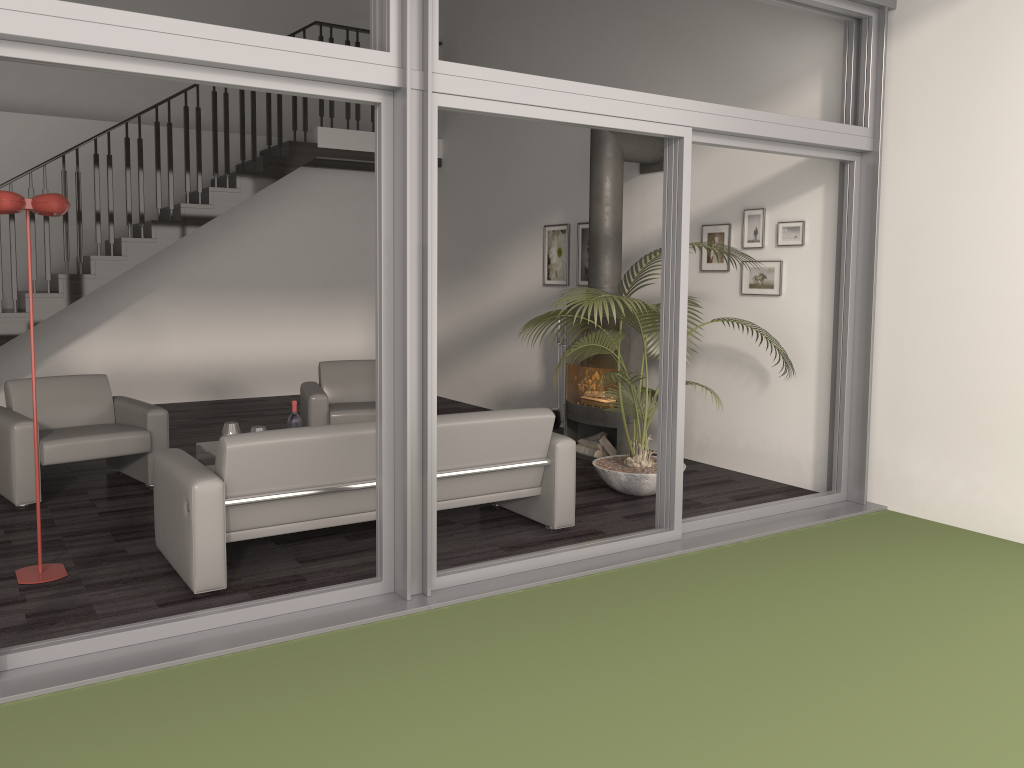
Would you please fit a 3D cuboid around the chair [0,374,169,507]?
[{"bbox_3d":[-2.894,0.336,5.890,0.964,0.715,0.912,-5,8,-43],"label":"chair"}]

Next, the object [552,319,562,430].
[{"bbox_3d":[0.386,-0.108,7.672,0.078,1.017,0.167,2,5,19],"label":"object"}]

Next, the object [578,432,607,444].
[{"bbox_3d":[0.657,0.465,7.211,0.104,0.191,0.307,-3,7,-31],"label":"object"}]

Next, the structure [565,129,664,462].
[{"bbox_3d":[1.026,-0.768,7.194,1.117,2.666,0.820,-3,6,-33],"label":"structure"}]

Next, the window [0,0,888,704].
[{"bbox_3d":[-1.813,-0.677,2.951,9.754,3.460,0.386,-4,6,-33],"label":"window"}]

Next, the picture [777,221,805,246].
[{"bbox_3d":[1.915,-1.032,6.083,0.015,0.165,0.222,-3,7,-33],"label":"picture"}]

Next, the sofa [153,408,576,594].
[{"bbox_3d":[-0.754,0.490,4.793,2.117,0.715,0.904,-4,8,-33],"label":"sofa"}]

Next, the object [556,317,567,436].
[{"bbox_3d":[0.481,-0.066,7.761,0.400,1.122,0.402,2,5,17],"label":"object"}]

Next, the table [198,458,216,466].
[{"bbox_3d":[-1.342,0.603,5.745,1.201,0.249,0.602,-4,8,-33],"label":"table"}]

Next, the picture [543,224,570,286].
[{"bbox_3d":[0.421,-1.221,8.402,0.026,0.575,0.395,-3,6,-33],"label":"picture"}]

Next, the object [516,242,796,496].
[{"bbox_3d":[0.724,-0.110,5.928,2.121,1.661,1.722,-4,8,-38],"label":"object"}]

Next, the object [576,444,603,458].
[{"bbox_3d":[0.609,0.539,7.048,0.092,0.081,0.268,-3,8,-32],"label":"object"}]

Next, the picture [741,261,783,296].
[{"bbox_3d":[1.778,-0.755,6.315,0.015,0.244,0.360,-3,7,-33],"label":"picture"}]

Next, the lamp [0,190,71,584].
[{"bbox_3d":[-2.231,0.014,4.135,0.353,1.782,0.366,-3,6,-33],"label":"lamp"}]

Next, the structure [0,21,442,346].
[{"bbox_3d":[-3.417,-1.773,9.239,6.348,4.081,1.002,-4,6,-33],"label":"structure"}]

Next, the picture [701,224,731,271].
[{"bbox_3d":[1.534,-1.025,6.677,0.015,0.351,0.289,-3,6,-33],"label":"picture"}]

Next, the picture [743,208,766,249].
[{"bbox_3d":[1.736,-1.114,6.357,0.015,0.279,0.192,-3,6,-33],"label":"picture"}]

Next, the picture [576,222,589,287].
[{"bbox_3d":[0.711,-1.163,7.953,0.026,0.575,0.395,-3,6,-33],"label":"picture"}]

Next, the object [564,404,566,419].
[{"bbox_3d":[0.531,-0.093,7.692,0.145,1.049,0.075,2,5,18],"label":"object"}]

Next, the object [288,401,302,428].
[{"bbox_3d":[-1.405,0.293,5.729,0.093,0.369,0.093,-3,6,-34],"label":"object"}]

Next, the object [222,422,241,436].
[{"bbox_3d":[-1.755,0.319,5.546,0.116,0.155,0.116,-2,6,-24],"label":"object"}]

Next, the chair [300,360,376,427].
[{"bbox_3d":[-1.193,0.196,7.164,0.963,0.715,0.913,-1,6,-18],"label":"chair"}]

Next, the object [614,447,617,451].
[{"bbox_3d":[0.752,0.528,7.143,0.085,0.083,0.277,-3,8,-31],"label":"object"}]

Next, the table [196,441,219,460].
[{"bbox_3d":[-1.677,0.572,5.524,0.400,0.340,0.682,-3,8,-33],"label":"table"}]

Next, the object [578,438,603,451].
[{"bbox_3d":[0.630,0.487,7.089,0.073,0.068,0.258,-3,8,-34],"label":"object"}]

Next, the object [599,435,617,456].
[{"bbox_3d":[0.780,0.504,6.916,0.072,0.185,0.254,-3,7,-32],"label":"object"}]

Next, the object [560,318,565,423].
[{"bbox_3d":[0.423,-0.146,7.827,0.116,0.980,0.042,4,6,32],"label":"object"}]

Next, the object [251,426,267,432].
[{"bbox_3d":[-1.545,0.338,5.408,0.116,0.155,0.116,-4,7,-42],"label":"object"}]

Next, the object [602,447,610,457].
[{"bbox_3d":[0.690,0.535,7.086,0.085,0.086,0.266,-3,8,-31],"label":"object"}]
